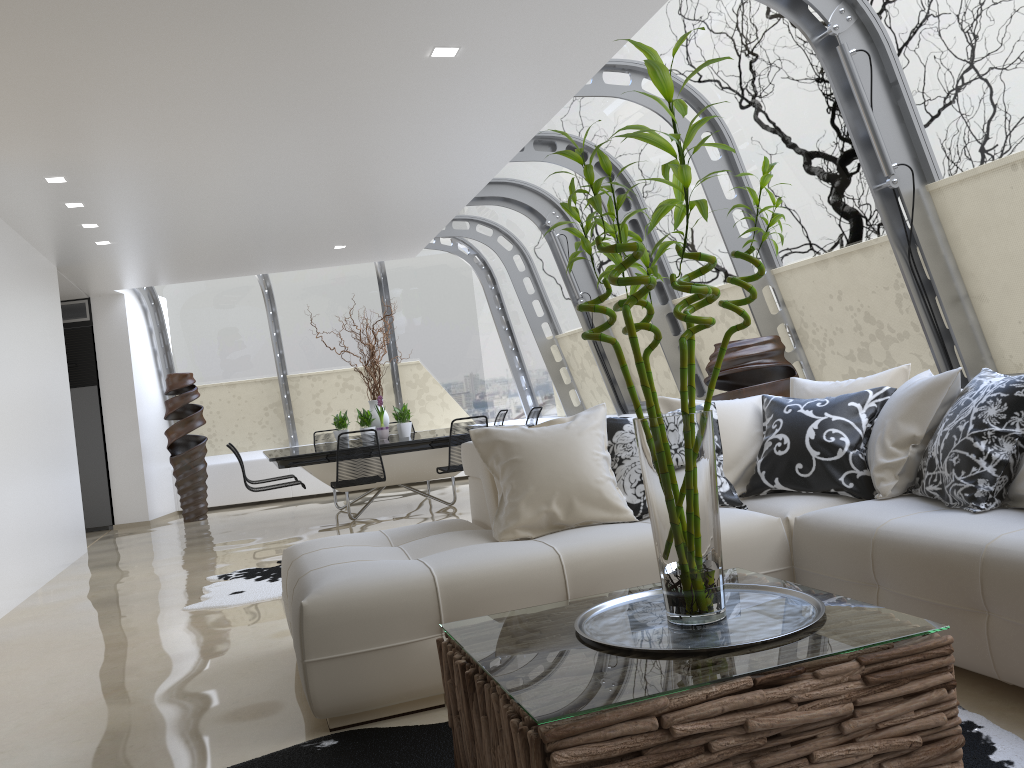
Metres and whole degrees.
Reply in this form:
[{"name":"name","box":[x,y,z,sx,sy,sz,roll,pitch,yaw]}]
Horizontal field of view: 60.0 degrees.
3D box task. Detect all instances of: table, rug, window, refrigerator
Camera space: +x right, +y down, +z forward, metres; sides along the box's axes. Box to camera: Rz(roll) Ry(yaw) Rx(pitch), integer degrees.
[{"name":"table","box":[-1.337,0.975,9.584,2.494,0.759,3.031,-6,-1,-17]},{"name":"rug","box":[0.281,1.033,2.186,2.739,0.008,2.740,-6,-1,-31]},{"name":"table","box":[0.401,0.811,2.206,1.007,0.448,0.923,-6,-1,-17]},{"name":"window","box":[-5.208,0.295,5.546,16.693,3.674,16.171,-7,-1,-11]},{"name":"refrigerator","box":[-5.557,0.944,11.083,1.006,1.742,0.234,-7,-1,-4]},{"name":"rug","box":[-0.588,1.206,6.250,3.220,0.008,2.705,-6,-1,-17]}]

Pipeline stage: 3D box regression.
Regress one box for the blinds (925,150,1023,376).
[{"name":"blinds","box":[2.683,-0.532,4.260,0.387,1.214,1.376,-6,-1,-17]}]

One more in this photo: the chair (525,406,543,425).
[{"name":"chair","box":[-0.011,0.537,9.396,0.688,0.519,0.446,-6,-1,-17]}]

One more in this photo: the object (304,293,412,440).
[{"name":"object","box":[-1.653,-0.151,9.593,1.031,1.549,1.135,-6,-1,-25]}]

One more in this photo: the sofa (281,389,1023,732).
[{"name":"sofa","box":[1.038,0.523,2.675,3.257,0.866,4.169,-6,-1,-17]}]

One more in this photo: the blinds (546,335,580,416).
[{"name":"blinds","box":[0.661,0.466,11.826,0.663,2.118,1.829,-6,-1,-17]}]

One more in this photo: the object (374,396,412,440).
[{"name":"object","box":[-1.246,0.344,9.500,0.417,0.476,0.238,-7,-1,11]}]

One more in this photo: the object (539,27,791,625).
[{"name":"object","box":[0.401,-0.179,2.281,0.673,1.546,0.584,-7,-1,22]}]

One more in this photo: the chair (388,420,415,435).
[{"name":"chair","box":[-1.348,0.726,11.200,0.446,0.519,0.688,-6,-1,-17]}]

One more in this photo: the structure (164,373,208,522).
[{"name":"structure","box":[-4.003,0.781,10.941,0.498,1.843,0.493,-7,-1,-6]}]

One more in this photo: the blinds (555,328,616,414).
[{"name":"blinds","box":[0.943,-0.130,10.143,0.329,1.027,1.430,-6,-1,-17]}]

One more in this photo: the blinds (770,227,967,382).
[{"name":"blinds","box":[2.279,-0.364,5.728,0.329,1.027,1.430,-6,-1,-17]}]

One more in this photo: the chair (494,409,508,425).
[{"name":"chair","box":[-0.380,0.602,10.616,0.688,0.519,0.446,-6,-1,-17]}]

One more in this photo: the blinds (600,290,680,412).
[{"name":"blinds","box":[1.350,-0.298,8.662,0.387,1.214,1.376,-6,-1,-17]}]

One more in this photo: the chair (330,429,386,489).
[{"name":"chair","box":[-1.391,0.673,7.916,0.446,0.519,0.688,-6,-1,-17]}]

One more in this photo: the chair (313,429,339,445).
[{"name":"chair","box":[-2.228,0.825,10.929,0.446,0.519,0.688,-6,-1,-17]}]

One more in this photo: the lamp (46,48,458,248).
[{"name":"lamp","box":[-5.043,-1.233,3.659,9.775,0.004,9.928,-6,-1,-16]}]

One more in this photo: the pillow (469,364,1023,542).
[{"name":"pillow","box":[1.488,0.196,3.186,3.322,0.530,1.656,-8,-1,43]}]

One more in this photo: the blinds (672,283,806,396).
[{"name":"blinds","box":[1.834,-0.286,7.200,0.329,1.027,1.430,-6,-1,-17]}]

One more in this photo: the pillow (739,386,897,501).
[{"name":"pillow","box":[1.300,0.271,3.799,0.599,0.483,0.405,-8,-1,42]}]

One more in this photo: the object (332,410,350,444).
[{"name":"object","box":[-1.847,0.468,9.624,0.215,0.369,0.284,-7,-1,21]}]

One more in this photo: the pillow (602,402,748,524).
[{"name":"pillow","box":[0.643,0.337,3.801,0.604,0.471,0.394,-7,-1,-1]}]

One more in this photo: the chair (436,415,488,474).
[{"name":"chair","box":[-0.443,0.567,8.209,0.446,0.519,0.688,-6,-1,-17]}]

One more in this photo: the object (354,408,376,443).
[{"name":"object","box":[-1.526,0.424,9.271,0.215,0.369,0.284,-7,-1,16]}]

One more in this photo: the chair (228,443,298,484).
[{"name":"chair","box":[-2.771,0.870,9.879,0.688,0.519,0.446,-6,-1,-17]}]

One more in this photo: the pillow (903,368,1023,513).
[{"name":"pillow","box":[1.648,0.188,3.129,0.382,0.467,0.608,-7,-1,2]}]

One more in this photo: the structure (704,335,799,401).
[{"name":"structure","box":[1.554,0.339,5.630,0.672,1.258,0.674,-6,-1,-40]}]

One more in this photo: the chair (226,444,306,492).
[{"name":"chair","box":[-2.401,0.805,8.659,0.688,0.519,0.446,-6,-1,-17]}]

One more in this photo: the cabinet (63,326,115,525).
[{"name":"cabinet","box":[-6.204,0.683,11.354,2.252,2.558,0.831,-7,-1,-3]}]
